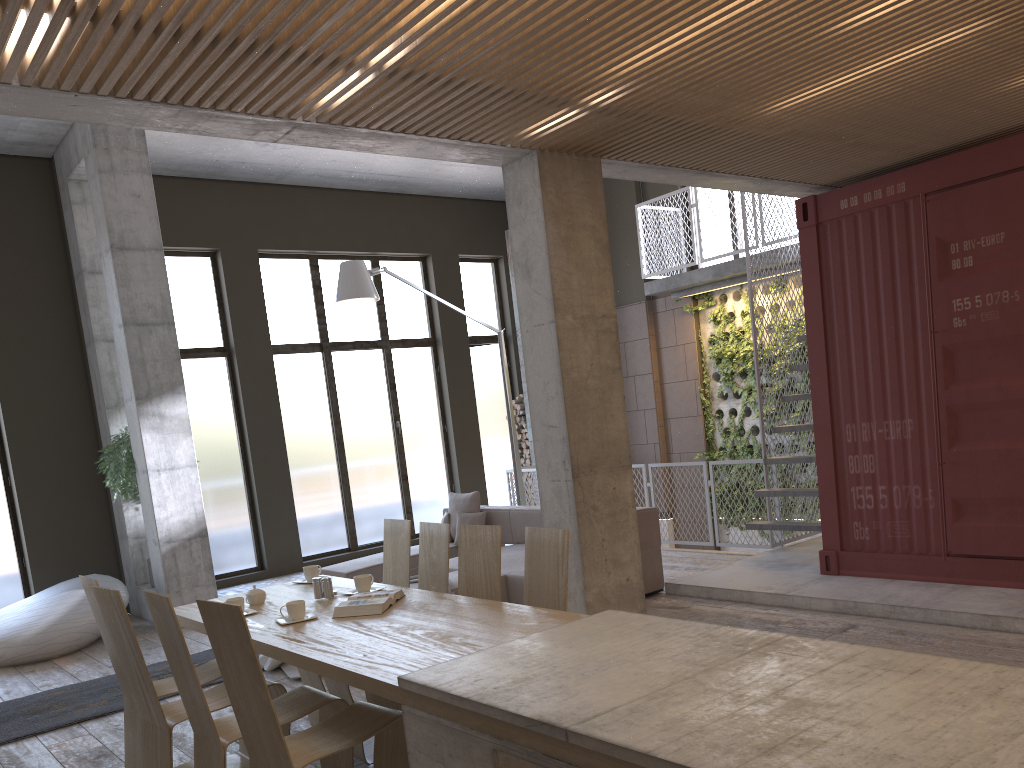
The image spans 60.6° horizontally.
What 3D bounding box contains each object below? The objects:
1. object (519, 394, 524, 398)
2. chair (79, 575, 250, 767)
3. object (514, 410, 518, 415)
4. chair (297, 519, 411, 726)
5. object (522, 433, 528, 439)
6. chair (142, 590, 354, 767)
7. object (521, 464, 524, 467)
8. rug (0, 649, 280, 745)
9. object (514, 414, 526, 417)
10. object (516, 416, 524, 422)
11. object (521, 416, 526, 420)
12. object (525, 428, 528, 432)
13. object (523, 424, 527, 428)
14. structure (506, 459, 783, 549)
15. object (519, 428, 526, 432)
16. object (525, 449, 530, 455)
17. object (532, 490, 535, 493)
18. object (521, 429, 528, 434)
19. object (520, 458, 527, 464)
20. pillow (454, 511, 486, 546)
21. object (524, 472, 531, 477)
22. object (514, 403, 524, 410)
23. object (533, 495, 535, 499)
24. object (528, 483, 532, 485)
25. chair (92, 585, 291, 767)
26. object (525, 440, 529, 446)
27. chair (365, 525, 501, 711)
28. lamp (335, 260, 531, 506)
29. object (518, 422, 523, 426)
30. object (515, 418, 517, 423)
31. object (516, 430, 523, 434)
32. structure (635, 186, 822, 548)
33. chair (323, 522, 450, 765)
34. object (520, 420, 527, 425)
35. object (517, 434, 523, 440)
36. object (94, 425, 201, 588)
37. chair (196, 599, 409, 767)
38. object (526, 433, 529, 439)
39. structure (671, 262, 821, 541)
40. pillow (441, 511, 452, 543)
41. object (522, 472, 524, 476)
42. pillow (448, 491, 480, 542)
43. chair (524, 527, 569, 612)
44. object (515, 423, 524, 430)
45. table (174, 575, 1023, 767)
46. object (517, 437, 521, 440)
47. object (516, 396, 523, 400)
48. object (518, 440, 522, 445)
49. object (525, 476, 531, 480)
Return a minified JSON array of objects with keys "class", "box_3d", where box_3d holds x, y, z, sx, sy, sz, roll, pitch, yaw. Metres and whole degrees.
[{"class":"object","box_3d":[0.270,0.178,13.848,0.328,0.056,0.088,-5,-1,-39]},{"class":"chair","box_3d":[-1.774,1.539,4.665,0.713,1.209,0.349,-10,6,-38]},{"class":"object","box_3d":[0.212,0.433,13.928,0.474,0.084,0.094,-5,0,-39]},{"class":"chair","box_3d":[-0.935,1.465,5.324,0.713,1.209,0.348,-9,6,-34]},{"class":"object","box_3d":[0.364,0.809,13.912,0.450,0.090,0.091,-5,1,-39]},{"class":"chair","box_3d":[-1.121,1.433,3.890,0.713,1.209,0.349,-10,6,-38]},{"class":"object","box_3d":[0.247,1.322,14.051,0.291,0.108,0.099,-6,1,-37]},{"class":"rug","box_3d":[-2.643,2.313,7.016,2.885,0.049,1.168,-5,-3,-38]},{"class":"object","box_3d":[0.233,0.484,13.932,0.430,0.080,0.115,-5,0,-39]},{"class":"object","box_3d":[0.261,0.544,13.917,0.450,0.090,0.091,-5,1,-40]},{"class":"object","box_3d":[0.326,0.525,13.879,0.418,0.072,0.067,-5,1,-39]},{"class":"object","box_3d":[0.379,0.707,13.846,0.418,0.073,0.071,-5,1,-39]},{"class":"object","box_3d":[0.348,0.655,13.860,0.420,0.086,0.067,-5,1,-41]},{"class":"structure","box_3d":[2.082,1.385,11.233,1.905,0.943,4.449,-6,-2,-39]},{"class":"object","box_3d":[0.292,0.735,14.006,0.358,0.087,0.101,-5,0,-39]},{"class":"object","box_3d":[0.428,1.048,13.865,0.474,0.084,0.094,-5,0,-39]},{"class":"object","box_3d":[0.491,1.678,13.954,0.418,0.073,0.071,-5,1,-39]},{"class":"object","box_3d":[0.349,0.738,13.921,0.430,0.080,0.115,-5,0,-39]},{"class":"object","box_3d":[0.337,1.202,13.990,0.450,0.090,0.091,-5,1,-40]},{"class":"pillow","box_3d":[-0.437,1.526,9.248,0.378,0.377,0.166,-6,5,25]},{"class":"object","box_3d":[0.392,1.407,13.970,0.450,0.090,0.091,-5,1,-37]},{"class":"object","box_3d":[0.198,0.345,13.868,0.359,0.085,0.104,-5,0,-39]},{"class":"object","box_3d":[0.527,1.769,13.949,0.432,0.093,0.092,-5,1,-39]},{"class":"object","box_3d":[0.462,1.540,13.977,0.450,0.090,0.091,-5,1,-39]},{"class":"chair","box_3d":[-1.498,1.490,4.238,0.712,1.209,0.349,-10,7,-42]},{"class":"object","box_3d":[0.377,0.919,13.840,0.361,0.109,0.089,-6,2,-39]},{"class":"chair","box_3d":[-0.369,1.367,4.482,0.712,1.209,0.349,-10,7,-41]},{"class":"lamp","box_3d":[-0.577,0.446,9.576,0.758,3.464,2.590,-2,6,39]},{"class":"object","box_3d":[0.251,0.617,13.957,0.355,0.075,0.064,-5,1,-40]},{"class":"object","box_3d":[0.181,0.566,13.978,0.474,0.084,0.094,-5,0,-39]},{"class":"object","box_3d":[0.226,0.761,14.053,0.432,0.094,0.092,-5,1,-39]},{"class":"structure","box_3d":[2.713,-0.314,9.902,2.999,4.364,3.694,-9,4,-38]},{"class":"chair","box_3d":[-0.670,1.418,4.889,0.714,1.209,0.348,-9,6,-33]},{"class":"object","box_3d":[0.310,0.594,13.873,0.359,0.068,0.122,-5,-1,-37]},{"class":"object","box_3d":[0.297,0.820,13.967,0.474,0.084,0.094,-5,0,-39]},{"class":"object","box_3d":[-3.928,1.269,9.459,1.004,1.886,0.952,-5,5,18]},{"class":"chair","box_3d":[-0.760,1.377,3.530,0.712,1.209,0.349,-11,7,-44]},{"class":"object","box_3d":[0.414,0.793,13.841,0.432,0.093,0.092,-5,1,-39]},{"class":"structure","box_3d":[3.281,0.241,11.111,0.992,3.865,2.633,-11,6,-39]},{"class":"pillow","box_3d":[-0.721,1.603,9.729,0.151,0.380,0.366,-7,2,-6]},{"class":"object","box_3d":[0.302,1.419,14.126,0.432,0.094,0.092,-5,1,-39]},{"class":"pillow","box_3d":[-0.529,1.443,9.503,0.218,0.563,0.565,-10,4,-37]},{"class":"chair","box_3d":[-0.060,1.316,4.081,0.714,1.209,0.348,-9,6,-33]},{"class":"object","box_3d":[0.171,0.664,13.978,0.291,0.108,0.099,-6,1,-37]},{"class":"table","box_3d":[0.060,1.411,3.304,1.000,0.931,5.213,-8,-1,-39]},{"class":"object","box_3d":[0.274,0.828,13.969,0.430,0.080,0.115,-5,0,-39]},{"class":"object","box_3d":[0.216,0.224,13.885,0.355,0.074,0.065,-5,1,-40]},{"class":"object","box_3d":[0.222,0.910,14.014,0.474,0.084,0.094,-5,0,-39]},{"class":"object","box_3d":[0.373,1.478,14.040,0.474,0.084,0.094,-5,0,-39]}]
